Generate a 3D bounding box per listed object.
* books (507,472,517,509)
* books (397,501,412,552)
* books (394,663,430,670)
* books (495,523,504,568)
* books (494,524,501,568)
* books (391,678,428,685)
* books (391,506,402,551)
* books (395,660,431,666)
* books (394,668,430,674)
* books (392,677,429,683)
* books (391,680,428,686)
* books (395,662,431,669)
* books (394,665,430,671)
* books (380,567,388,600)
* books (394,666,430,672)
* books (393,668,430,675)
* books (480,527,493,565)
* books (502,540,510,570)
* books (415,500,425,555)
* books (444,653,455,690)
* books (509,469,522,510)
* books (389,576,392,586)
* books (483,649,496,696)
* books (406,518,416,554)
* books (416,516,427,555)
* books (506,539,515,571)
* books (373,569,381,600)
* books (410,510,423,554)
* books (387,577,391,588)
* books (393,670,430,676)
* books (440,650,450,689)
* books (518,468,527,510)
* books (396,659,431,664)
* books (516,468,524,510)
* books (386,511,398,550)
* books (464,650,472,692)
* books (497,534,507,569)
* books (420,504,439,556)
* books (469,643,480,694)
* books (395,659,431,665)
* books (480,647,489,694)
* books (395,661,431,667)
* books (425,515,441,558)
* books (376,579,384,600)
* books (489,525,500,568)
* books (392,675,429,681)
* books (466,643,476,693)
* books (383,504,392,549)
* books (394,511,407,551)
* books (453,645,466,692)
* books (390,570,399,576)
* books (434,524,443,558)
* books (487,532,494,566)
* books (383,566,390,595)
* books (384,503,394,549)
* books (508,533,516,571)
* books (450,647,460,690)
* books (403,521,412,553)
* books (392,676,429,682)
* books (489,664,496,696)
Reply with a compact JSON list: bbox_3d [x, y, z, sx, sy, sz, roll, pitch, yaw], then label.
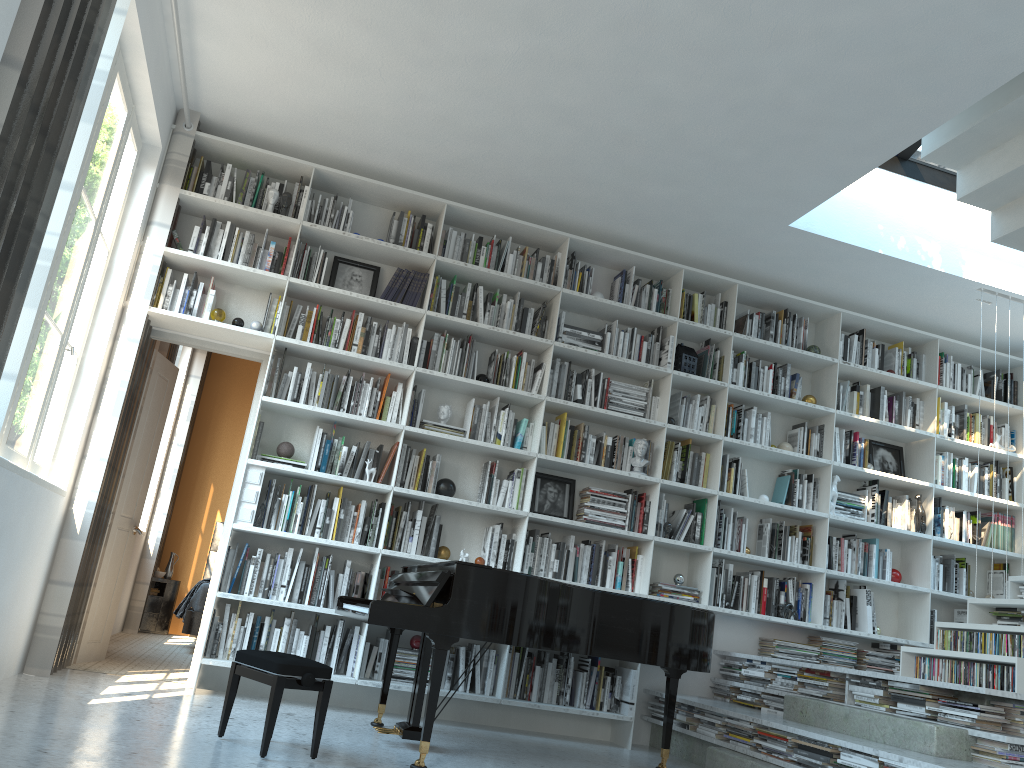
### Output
[{"bbox_3d":[-0.017,0.685,5.579,0.012,0.244,0.171,13,-15,-14],"label":"books"},{"bbox_3d":[-0.653,0.869,5.350,0.014,0.312,0.166,13,-15,-14],"label":"books"},{"bbox_3d":[-0.586,1.658,5.217,0.285,0.007,0.160,13,-15,-13],"label":"books"},{"bbox_3d":[-0.099,1.009,5.502,0.014,0.290,0.132,13,-15,-14],"label":"books"},{"bbox_3d":[-0.112,1.014,5.501,0.010,0.276,0.156,13,-15,-14],"label":"books"},{"bbox_3d":[-0.598,1.735,5.190,0.254,0.007,0.161,12,-15,-10],"label":"books"},{"bbox_3d":[-0.706,0.875,5.326,0.012,0.271,0.181,13,-15,-14],"label":"books"},{"bbox_3d":[-0.585,1.639,5.219,0.285,0.005,0.160,13,-16,-16],"label":"books"},{"bbox_3d":[-0.589,1.678,5.212,0.254,0.007,0.161,13,-15,-13],"label":"books"},{"bbox_3d":[-0.599,1.731,5.200,0.254,0.007,0.161,13,-16,-14],"label":"books"},{"bbox_3d":[-0.601,1.744,5.197,0.285,0.007,0.160,13,-16,-14],"label":"books"},{"bbox_3d":[-0.585,1.652,5.221,0.285,0.007,0.160,13,-16,-14],"label":"books"},{"bbox_3d":[-0.587,1.665,5.215,0.254,0.007,0.161,13,-15,-13],"label":"books"},{"bbox_3d":[-0.775,1.228,5.247,0.010,0.281,0.149,13,-15,-14],"label":"books"},{"bbox_3d":[-0.585,1.669,5.205,0.285,0.007,0.160,14,-16,-19],"label":"books"},{"bbox_3d":[-0.588,1.683,5.204,0.285,0.007,0.160,14,-16,-18],"label":"books"},{"bbox_3d":[-0.163,1.013,5.482,0.012,0.253,0.161,13,-15,-14],"label":"books"},{"bbox_3d":[-0.061,1.068,5.513,0.031,0.194,0.142,13,-15,-14],"label":"books"},{"bbox_3d":[-0.577,0.880,5.396,0.013,0.338,0.138,13,-15,-14],"label":"books"},{"bbox_3d":[-0.386,1.699,5.256,0.029,0.201,0.178,13,-15,-14],"label":"books"},{"bbox_3d":[0.002,0.679,5.594,0.027,0.269,0.178,13,-15,-14],"label":"books"},{"bbox_3d":[-0.737,1.254,5.237,0.023,0.237,0.173,13,-15,-14],"label":"books"},{"bbox_3d":[-0.153,1.720,5.308,0.024,0.259,0.190,13,-15,-14],"label":"books"},{"bbox_3d":[-0.621,0.925,5.349,0.021,0.214,0.172,13,-15,-14],"label":"books"},{"bbox_3d":[-0.562,0.929,5.381,0.029,0.240,0.136,13,-15,-14],"label":"books"},{"bbox_3d":[-0.031,1.069,5.508,0.024,0.200,0.159,13,-15,-14],"label":"books"},{"bbox_3d":[-0.818,1.228,5.242,0.023,0.265,0.134,13,-15,-14],"label":"books"},{"bbox_3d":[-0.594,0.904,5.359,0.027,0.268,0.185,13,-15,-14],"label":"books"},{"bbox_3d":[-0.756,1.257,5.242,0.010,0.227,0.168,13,-15,-14],"label":"books"},{"bbox_3d":[-0.589,1.690,5.202,0.254,0.007,0.161,14,-16,-18],"label":"books"},{"bbox_3d":[-0.414,1.665,5.268,0.031,0.265,0.144,13,-15,-14],"label":"books"},{"bbox_3d":[0.038,0.679,5.597,0.021,0.281,0.162,13,-15,-14],"label":"books"},{"bbox_3d":[-0.584,1.630,5.224,0.285,0.005,0.160,13,-15,-13],"label":"books"},{"bbox_3d":[0.023,0.676,5.591,0.011,0.278,0.188,13,-15,-14],"label":"books"},{"bbox_3d":[-0.731,0.888,5.324,0.030,0.238,0.157,13,-15,-14],"label":"books"},{"bbox_3d":[-0.280,1.708,5.285,0.011,0.231,0.174,13,-15,-14],"label":"books"},{"bbox_3d":[-0.081,1.045,5.490,0.029,0.220,0.153,13,-15,-14],"label":"books"},{"bbox_3d":[-0.514,0.893,5.386,0.050,0.327,0.167,13,-15,-14],"label":"books"},{"bbox_3d":[-0.227,1.700,5.309,0.074,0.275,0.181,13,-15,-14],"label":"books"},{"bbox_3d":[-0.585,1.635,5.222,0.254,0.005,0.161,13,-16,-15],"label":"books"},{"bbox_3d":[-0.185,1.721,5.331,0.025,0.258,0.133,13,-15,-14],"label":"books"},{"bbox_3d":[-0.587,1.646,5.222,0.254,0.005,0.161,13,-16,-14],"label":"books"},{"bbox_3d":[-0.482,0.933,5.386,0.027,0.260,0.163,13,-15,-14],"label":"books"},{"bbox_3d":[-0.798,1.257,5.236,0.026,0.212,0.140,13,-15,-14],"label":"books"},{"bbox_3d":[-0.126,1.011,5.482,0.027,0.268,0.159,13,-15,-14],"label":"books"},{"bbox_3d":[-0.594,1.716,5.195,0.285,0.007,0.160,14,-16,-18],"label":"books"},{"bbox_3d":[-0.264,1.688,5.286,0.012,0.274,0.180,13,-15,-14],"label":"books"},{"bbox_3d":[-0.765,0.866,5.332,0.013,0.275,0.147,13,-15,-14],"label":"books"},{"bbox_3d":[-0.685,0.894,5.337,0.042,0.247,0.163,13,-15,-14],"label":"books"},{"bbox_3d":[-0.314,1.690,5.281,0.063,0.252,0.178,13,-15,-14],"label":"books"},{"bbox_3d":[-0.718,1.248,5.271,0.026,0.273,0.146,13,-15,-14],"label":"books"},{"bbox_3d":[-0.467,0.965,5.400,0.023,0.211,0.160,13,-15,-14],"label":"books"},{"bbox_3d":[-0.155,1.031,5.489,0.015,0.225,0.148,13,-15,-14],"label":"books"},{"bbox_3d":[-0.765,1.228,5.253,0.013,0.287,0.161,13,-15,-14],"label":"books"},{"bbox_3d":[-0.749,0.863,5.327,0.013,0.282,0.147,13,-15,-14],"label":"books"},{"bbox_3d":[-0.015,1.059,5.542,0.019,0.241,0.107,13,-15,-14],"label":"books"},{"bbox_3d":[-0.360,1.691,5.279,0.028,0.237,0.136,13,-15,-14],"label":"books"},{"bbox_3d":[-0.646,0.930,5.345,0.024,0.195,0.157,13,-15,-14],"label":"books"},{"bbox_3d":[-0.597,1.724,5.199,0.254,0.007,0.161,13,-15,-13],"label":"books"},{"bbox_3d":[-0.141,1.767,5.319,0.024,0.179,0.172,13,-15,-14],"label":"books"}]
